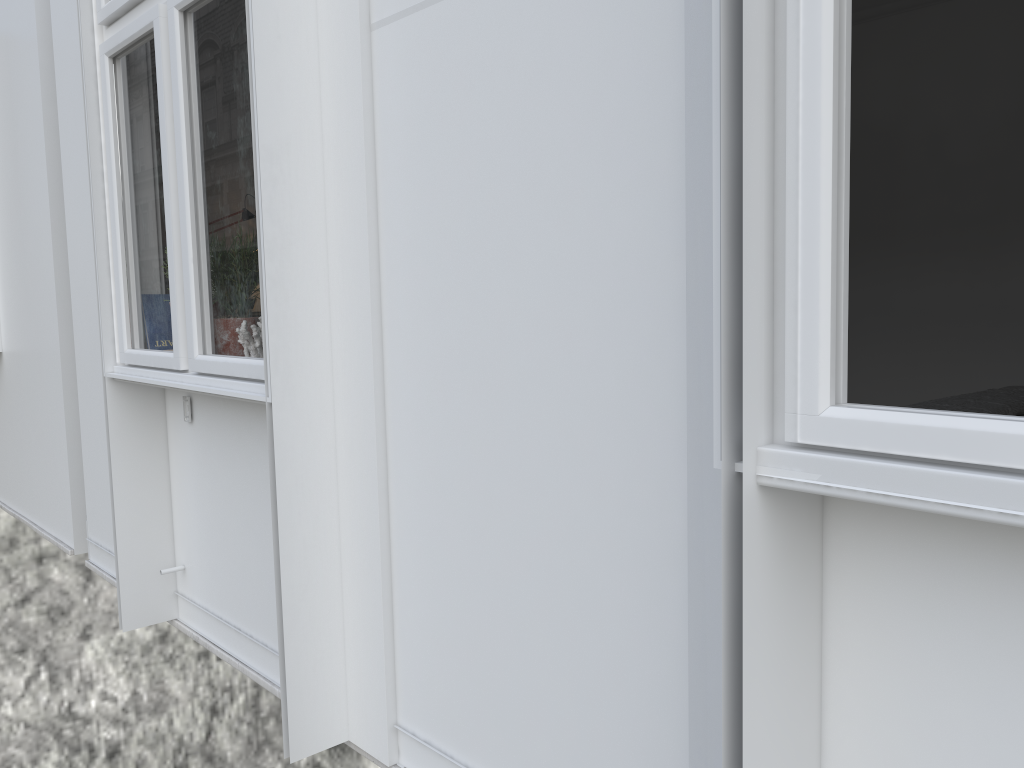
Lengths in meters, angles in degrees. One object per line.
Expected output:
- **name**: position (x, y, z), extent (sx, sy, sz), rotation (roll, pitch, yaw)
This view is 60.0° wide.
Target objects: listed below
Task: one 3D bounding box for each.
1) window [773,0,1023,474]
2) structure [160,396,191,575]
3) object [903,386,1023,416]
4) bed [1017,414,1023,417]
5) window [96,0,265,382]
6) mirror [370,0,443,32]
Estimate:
- **window**: position (0.646, -0.655, 0.585), extent (0.079, 1.536, 1.047), rotation (-6, 7, -41)
- **structure**: position (-0.699, 0.341, 2.429), extent (0.216, 0.600, 0.935), rotation (-6, 7, -41)
- **object**: position (1.503, 0.103, 3.037), extent (1.460, 0.104, 0.405), rotation (-6, 8, -41)
- **bed**: position (2.057, 0.129, 2.401), extent (1.888, 1.168, 2.176), rotation (-6, 7, -41)
- **window**: position (-0.831, -0.782, 2.238), extent (0.079, 1.536, 1.047), rotation (-6, 7, -41)
- **mirror**: position (0.006, 0.063, 1.652), extent (0.145, 1.554, 0.669), rotation (-6, 7, -41)
